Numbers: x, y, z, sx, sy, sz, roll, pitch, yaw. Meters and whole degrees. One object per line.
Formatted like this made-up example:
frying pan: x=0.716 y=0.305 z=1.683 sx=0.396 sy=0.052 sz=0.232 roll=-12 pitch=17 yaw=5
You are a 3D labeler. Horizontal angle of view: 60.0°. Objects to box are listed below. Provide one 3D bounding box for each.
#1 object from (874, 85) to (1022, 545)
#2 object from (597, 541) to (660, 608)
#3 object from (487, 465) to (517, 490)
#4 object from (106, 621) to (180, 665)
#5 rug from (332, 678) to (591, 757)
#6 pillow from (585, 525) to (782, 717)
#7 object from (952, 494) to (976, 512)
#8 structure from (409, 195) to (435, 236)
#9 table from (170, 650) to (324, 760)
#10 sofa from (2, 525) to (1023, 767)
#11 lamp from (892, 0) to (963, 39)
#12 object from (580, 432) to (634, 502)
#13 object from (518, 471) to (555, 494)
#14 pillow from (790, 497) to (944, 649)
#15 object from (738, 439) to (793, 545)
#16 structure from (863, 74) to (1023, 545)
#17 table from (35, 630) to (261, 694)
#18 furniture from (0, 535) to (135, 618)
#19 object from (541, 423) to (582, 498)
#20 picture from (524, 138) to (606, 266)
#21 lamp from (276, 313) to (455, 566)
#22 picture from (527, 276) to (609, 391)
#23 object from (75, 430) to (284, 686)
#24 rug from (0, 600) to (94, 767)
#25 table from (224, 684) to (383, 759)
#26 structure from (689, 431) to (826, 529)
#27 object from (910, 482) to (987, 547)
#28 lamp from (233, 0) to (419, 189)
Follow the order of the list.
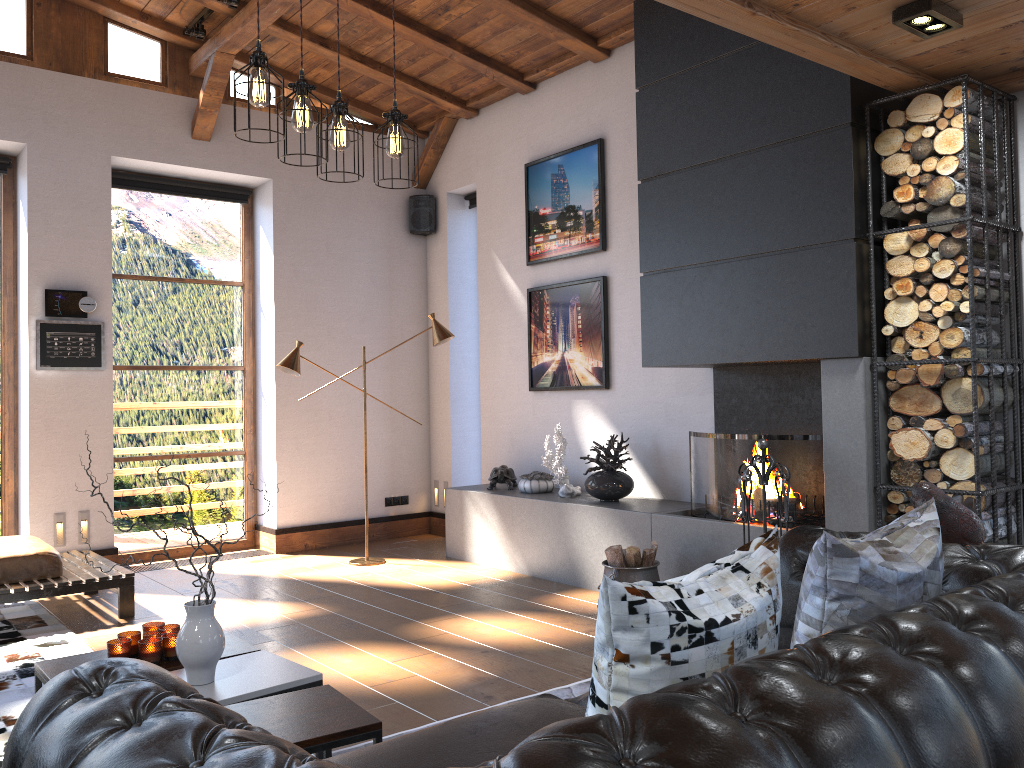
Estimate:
object: x=2.060 y=-0.036 z=4.191 sx=0.472 sy=2.613 sz=0.488 roll=0 pitch=-2 yaw=-39
object: x=0.667 y=1.096 z=4.964 sx=0.386 sy=0.431 sz=0.382 roll=-1 pitch=-1 yaw=-12
object: x=-0.078 y=0.720 z=6.857 sx=0.226 sy=0.183 sz=0.406 roll=-1 pitch=-1 yaw=6
object: x=-1.265 y=0.919 z=3.141 sx=0.246 sy=0.081 sz=0.302 roll=-1 pitch=-1 yaw=0
rug: x=-0.237 y=1.254 z=1.925 sx=4.091 sy=0.053 sz=2.403 roll=-1 pitch=-1 yaw=-38
pillow: x=0.332 y=0.537 z=1.756 sx=0.534 sy=0.469 sz=0.280 roll=0 pitch=-2 yaw=-36
object: x=1.886 y=0.876 z=3.888 sx=0.264 sy=0.795 sz=0.266 roll=-2 pitch=-2 yaw=35
structure: x=-0.817 y=-1.544 z=8.106 sx=0.216 sy=0.349 sz=0.211 roll=0 pitch=-2 yaw=-38
table: x=-0.987 y=1.124 z=2.800 sx=0.658 sy=0.350 sz=0.395 roll=0 pitch=-1 yaw=-43
sofa: x=0.464 y=0.847 z=1.911 sx=2.596 sy=0.838 sz=1.224 roll=0 pitch=-1 yaw=-39
lamp: x=1.588 y=-1.404 z=3.385 sx=0.264 sy=0.068 sz=0.153 roll=-1 pitch=-1 yaw=-39
object: x=0.647 y=0.552 z=5.931 sx=0.335 sy=0.455 sz=0.339 roll=-1 pitch=-1 yaw=-13
object: x=0.180 y=0.723 z=6.562 sx=0.262 sy=0.161 sz=0.277 roll=0 pitch=-1 yaw=-36
pillow: x=0.870 y=0.532 z=2.186 sx=0.534 sy=0.469 sz=0.280 roll=0 pitch=-2 yaw=-36
object: x=1.251 y=0.779 z=4.374 sx=0.307 sy=1.018 sz=0.308 roll=-1 pitch=-1 yaw=7
structure: x=2.057 y=-0.043 z=4.180 sx=0.518 sy=2.618 sz=0.496 roll=0 pitch=-2 yaw=-38
table: x=-1.275 y=1.134 z=3.124 sx=0.658 sy=0.350 sz=0.395 roll=0 pitch=-1 yaw=-39
furniture: x=-3.664 y=1.168 z=4.788 sx=2.792 sy=0.437 sz=1.161 roll=-1 pitch=-1 yaw=-39
object: x=0.329 y=0.536 z=6.228 sx=0.257 sy=0.532 sz=0.430 roll=-2 pitch=-1 yaw=21
picture: x=0.386 y=-1.353 z=6.712 sx=0.036 sy=0.816 sz=0.869 roll=0 pitch=-2 yaw=-38
lamp: x=-1.104 y=0.415 z=6.725 sx=1.332 sy=1.899 sz=0.523 roll=-1 pitch=-2 yaw=-18
picture: x=0.405 y=-0.358 z=6.686 sx=0.036 sy=0.816 sz=0.869 roll=0 pitch=-2 yaw=-38
object: x=-1.043 y=0.546 z=2.831 sx=0.626 sy=0.808 sz=0.402 roll=0 pitch=-1 yaw=-28
rug: x=-3.025 y=1.332 z=3.653 sx=2.460 sy=0.053 sz=3.762 roll=-1 pitch=-1 yaw=-38
table: x=-0.736 y=1.114 z=2.425 sx=0.657 sy=0.350 sz=0.395 roll=-1 pitch=-1 yaw=-34
structure: x=1.307 y=0.532 z=4.913 sx=0.185 sy=0.514 sz=0.970 roll=0 pitch=-1 yaw=-38
object: x=1.524 y=0.500 z=3.083 sx=0.248 sy=0.319 sz=0.149 roll=-1 pitch=-1 yaw=2
lamp: x=-0.737 y=-1.914 z=3.448 sx=0.258 sy=2.202 sz=0.812 roll=-2 pitch=-2 yaw=43
